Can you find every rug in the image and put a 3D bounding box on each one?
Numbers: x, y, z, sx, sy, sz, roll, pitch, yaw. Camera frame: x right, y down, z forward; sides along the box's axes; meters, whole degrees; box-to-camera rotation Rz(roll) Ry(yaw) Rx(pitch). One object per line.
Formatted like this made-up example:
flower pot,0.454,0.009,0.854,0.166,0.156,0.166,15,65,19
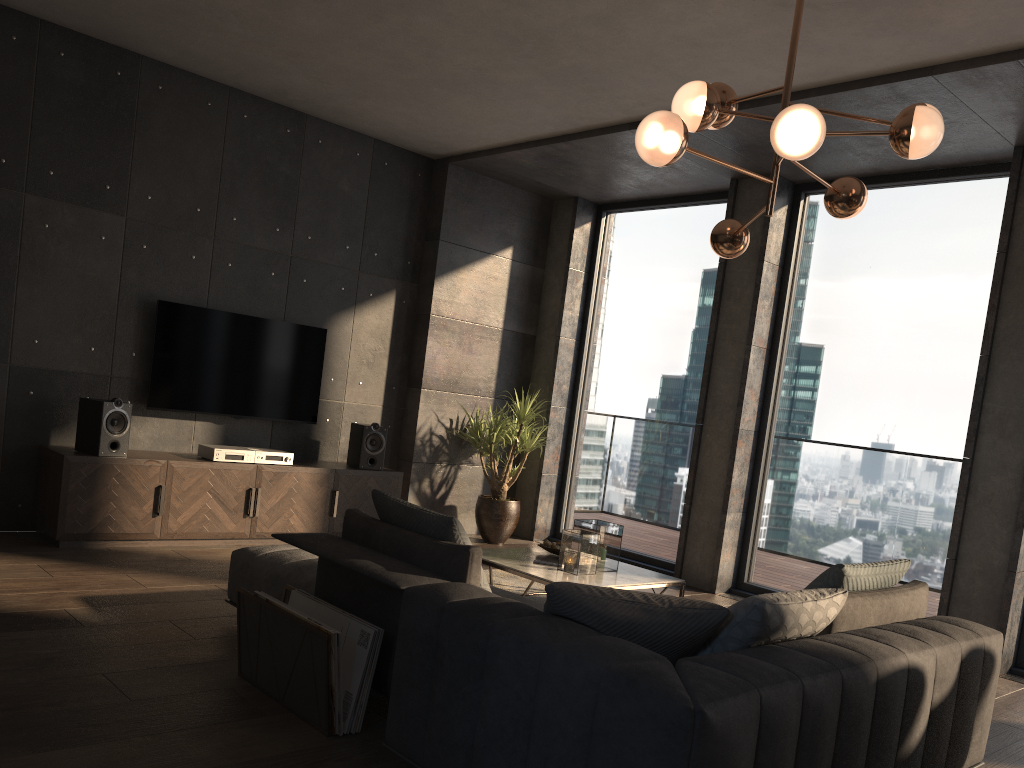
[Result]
rug,0.398,1.335,4.529,1.737,0.020,3.120,9,-2,-43

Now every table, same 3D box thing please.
table,0.308,1.174,4.992,0.935,0.310,0.923,8,-1,-43

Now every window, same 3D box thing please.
window,3.020,0.180,5.221,0.200,3.014,7.212,4,2,-43

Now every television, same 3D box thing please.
television,-1.910,-0.117,6.234,1.271,0.739,0.057,7,3,-43

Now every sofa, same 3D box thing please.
sofa,0.127,0.889,3.634,2.033,0.787,2.889,8,-1,-43

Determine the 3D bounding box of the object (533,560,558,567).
object,0.209,0.996,4.887,0.180,0.012,0.046,7,-1,8

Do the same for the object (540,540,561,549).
object,0.313,0.983,5.218,0.321,0.072,0.278,7,-1,36

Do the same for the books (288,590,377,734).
books,-0.696,0.983,3.176,0.079,0.355,0.563,4,2,-43

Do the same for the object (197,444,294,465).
object,-1.813,0.487,6.035,0.576,0.088,0.268,8,-1,-43

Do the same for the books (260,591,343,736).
books,-0.756,0.973,3.120,0.065,0.357,0.563,4,3,-43

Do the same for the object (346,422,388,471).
object,-1.091,0.459,6.669,0.199,0.356,0.247,6,3,-33

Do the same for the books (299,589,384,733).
books,-0.668,0.985,3.195,0.062,0.357,0.563,4,3,-43

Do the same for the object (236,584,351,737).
object,-0.769,0.983,3.209,0.217,0.353,0.662,5,2,-43

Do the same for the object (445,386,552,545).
object,-0.150,0.646,7.390,0.953,1.367,1.018,7,2,-11

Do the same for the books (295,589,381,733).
books,-0.681,0.984,3.187,0.068,0.356,0.563,4,3,-43

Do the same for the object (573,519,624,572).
object,0.472,0.906,4.962,0.200,0.262,0.195,5,3,-43

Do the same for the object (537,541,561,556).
object,0.320,0.982,5.213,0.345,0.084,0.348,7,-1,25

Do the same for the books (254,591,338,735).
books,-0.770,0.971,3.117,0.065,0.357,0.563,4,3,-43

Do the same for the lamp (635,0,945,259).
lamp,1.209,-1.138,3.569,1.010,1.043,1.466,8,1,24

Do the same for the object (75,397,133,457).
object,-2.480,0.251,5.372,0.247,0.356,0.198,9,3,32

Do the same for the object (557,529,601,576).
object,0.363,0.908,4.773,0.149,0.222,0.148,5,3,-43

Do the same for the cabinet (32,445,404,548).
cabinet,-1.901,0.800,6.108,2.419,0.553,0.536,8,0,-43
